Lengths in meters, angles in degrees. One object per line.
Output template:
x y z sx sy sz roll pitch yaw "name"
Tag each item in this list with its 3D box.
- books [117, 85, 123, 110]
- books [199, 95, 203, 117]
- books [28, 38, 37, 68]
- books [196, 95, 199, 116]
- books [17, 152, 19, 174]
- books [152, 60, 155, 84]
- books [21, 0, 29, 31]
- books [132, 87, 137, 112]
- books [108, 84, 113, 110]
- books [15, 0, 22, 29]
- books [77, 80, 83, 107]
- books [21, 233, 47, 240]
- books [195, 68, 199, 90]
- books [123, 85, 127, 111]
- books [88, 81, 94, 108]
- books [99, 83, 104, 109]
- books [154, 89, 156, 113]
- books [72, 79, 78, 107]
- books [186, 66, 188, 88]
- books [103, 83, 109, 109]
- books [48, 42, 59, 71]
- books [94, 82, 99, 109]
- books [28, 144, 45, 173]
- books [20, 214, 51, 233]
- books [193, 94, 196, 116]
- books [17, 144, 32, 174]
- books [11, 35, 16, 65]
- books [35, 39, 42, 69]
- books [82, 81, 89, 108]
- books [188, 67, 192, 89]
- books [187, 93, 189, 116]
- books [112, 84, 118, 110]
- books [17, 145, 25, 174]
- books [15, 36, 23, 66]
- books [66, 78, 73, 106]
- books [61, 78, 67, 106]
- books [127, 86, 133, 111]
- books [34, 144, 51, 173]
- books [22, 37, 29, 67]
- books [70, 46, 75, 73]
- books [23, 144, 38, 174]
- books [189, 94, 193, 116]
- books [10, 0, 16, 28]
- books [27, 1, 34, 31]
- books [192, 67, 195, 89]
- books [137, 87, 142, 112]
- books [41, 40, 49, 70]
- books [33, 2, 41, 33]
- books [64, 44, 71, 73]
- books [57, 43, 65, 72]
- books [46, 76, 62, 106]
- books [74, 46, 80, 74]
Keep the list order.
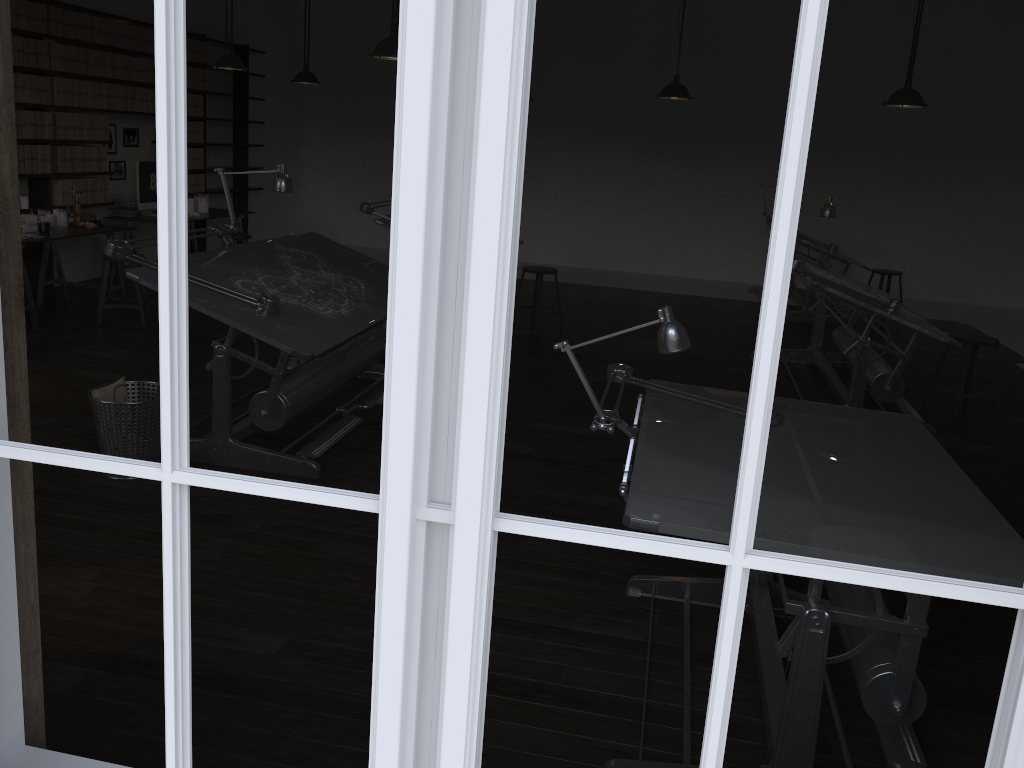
-3.651 -2.619 8.087 0.174 0.223 0.067 7 13 10 "books"
-3.385 -2.967 9.435 0.174 0.223 0.067 7 13 10 "books"
-3.841 -2.602 6.963 0.175 0.223 0.067 7 13 10 "books"
-3.403 -2.950 9.368 0.174 0.223 0.067 7 13 10 "books"
-3.947 -1.754 6.897 0.174 0.223 0.067 7 13 10 "books"
-3.533 -3.014 8.557 0.175 0.223 0.067 7 13 10 "books"
-3.834 -2.851 6.836 0.175 0.223 0.067 7 13 10 "books"
-3.614 -2.674 8.300 0.175 0.223 0.067 7 13 10 "books"
-3.682 -2.584 7.952 0.175 0.223 0.067 7 13 10 "books"
-3.852 -2.835 6.772 0.175 0.223 0.067 7 13 10 "books"
-3.761 -2.482 7.558 0.174 0.223 0.067 7 13 10 "books"
-3.600 -1.072 6.399 0.256 0.029 0.358 7 15 10 "books"
-3.387 -3.206 9.299 0.174 0.223 0.067 7 13 10 "books"
-3.642 -2.637 8.157 0.175 0.223 0.067 7 13 10 "books"
-3.728 -2.516 7.692 0.175 0.223 0.067 7 13 10 "books"
-3.706 -2.550 7.823 0.175 0.223 0.067 7 13 10 "books"
-3.545 -2.761 8.639 0.175 0.223 0.067 7 13 10 "books"
-3.770 -2.464 7.490 0.174 0.223 0.067 7 13 10 "books"
-3.424 -3.153 9.094 0.175 0.223 0.067 7 13 10 "books"
-3.689 -2.566 7.886 0.175 0.223 0.067 7 13 10 "books"
-3.795 -2.666 7.211 0.174 0.223 0.067 7 13 10 "books"
-3.716 -2.535 7.762 0.175 0.223 0.067 7 13 10 "books"
-3.891 -1.827 7.181 0.175 0.223 0.067 7 13 10 "books"
-3.694 -1.245 6.799 0.385 0.146 0.298 7 15 10 "books"
-3.416 -2.932 9.300 0.175 0.223 0.067 7 13 10 "books"
-3.919 -1.790 7.037 0.175 0.223 0.067 7 13 10 "books"
-3.887 -2.548 6.755 0.174 0.223 0.067 7 13 10 "books"
-3.833 -2.621 7.035 0.175 0.223 0.067 7 13 10 "books"
-3.745 -2.499 7.625 0.175 0.223 0.067 7 13 10 "books"
-3.408 -3.171 9.163 0.175 0.223 0.067 7 13 10 "books"
-3.440 -2.899 9.171 0.175 0.223 0.067 7 13 10 "books"
-3.668 -2.602 8.020 0.174 0.223 0.067 7 13 10 "books"
-3.938 -1.772 6.966 0.175 0.223 0.067 7 13 10 "books"
-3.870 -2.566 6.822 0.174 0.223 0.067 7 13 10 "books"
-3.780 -2.446 7.420 0.175 0.223 0.067 7 13 10 "books"
-3.794 -2.428 7.350 0.175 0.223 0.067 7 13 10 "books"
-3.622 -2.655 8.228 0.175 0.223 0.067 7 13 10 "books"
-3.878 -1.847 7.257 0.175 0.223 0.067 7 13 10 "books"
-3.861 -2.584 6.892 0.175 0.223 0.067 7 13 10 "books"
-3.756 -2.718 7.411 0.175 0.223 0.067 7 13 10 "books"
-3.910 -1.809 7.110 0.175 0.223 0.067 7 13 10 "books"
-3.423 -2.915 9.234 0.175 0.223 0.067 7 13 10 "books"
-3.862 -2.819 6.712 0.175 0.223 0.067 7 13 10 "books"
-3.827 -2.869 6.902 0.175 0.223 0.067 7 13 10 "books"
-3.399 -3.188 9.231 0.175 0.223 0.067 7 13 10 "books"
-3.595 -2.690 8.362 0.175 0.223 0.067 7 13 10 "books"
-3.816 -2.639 7.108 0.175 0.223 0.067 7 13 10 "books"
-3.814 -2.886 6.970 0.174 0.223 0.067 7 13 10 "books"
-3.764 -2.702 7.350 0.175 0.223 0.067 7 13 10 "books"
-3.778 -2.684 7.280 0.175 0.223 0.067 7 13 10 "books"
-3.810 -2.413 7.290 0.175 0.223 0.067 7 13 10 "books"
-3.746 -2.734 7.475 0.175 0.223 0.067 7 13 10 "books"
